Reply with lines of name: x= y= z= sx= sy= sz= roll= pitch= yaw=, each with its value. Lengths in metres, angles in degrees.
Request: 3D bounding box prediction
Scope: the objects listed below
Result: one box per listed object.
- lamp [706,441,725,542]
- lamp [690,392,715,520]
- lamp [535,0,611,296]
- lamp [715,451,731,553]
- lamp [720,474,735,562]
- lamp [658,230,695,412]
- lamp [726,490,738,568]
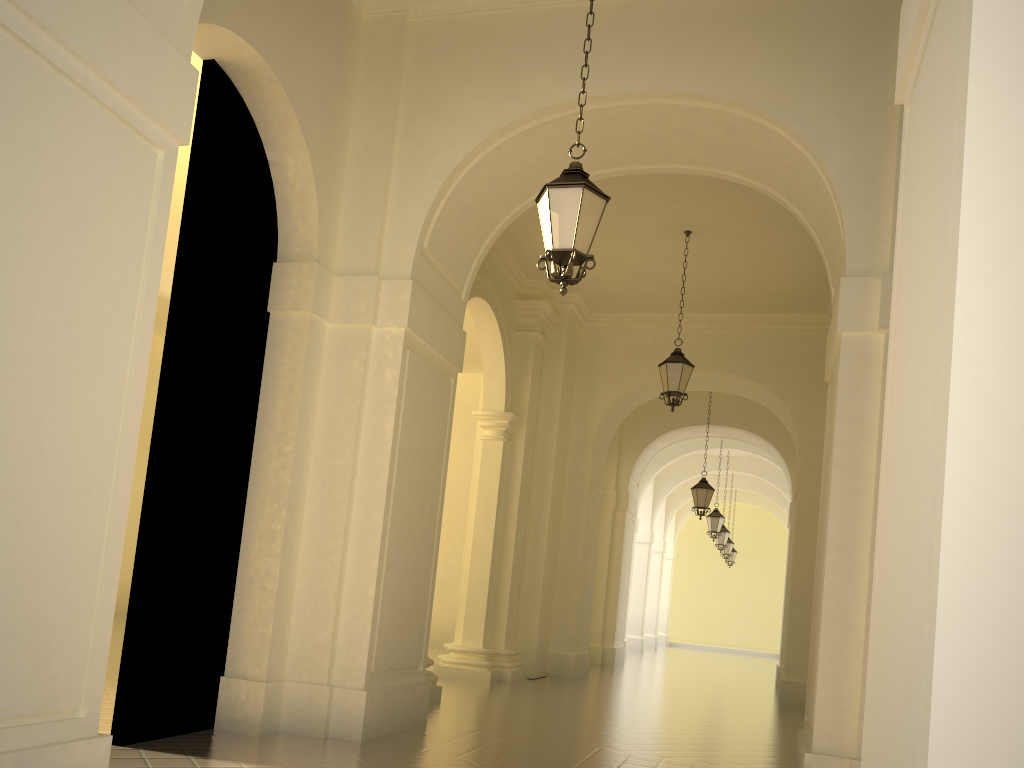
lamp: x=5.428 y=2.511 z=22.998 sx=0.508 sy=3.262 sz=0.450 roll=4 pitch=-5 yaw=17
lamp: x=4.043 y=1.194 z=18.172 sx=0.444 sy=3.262 sz=0.515 roll=7 pitch=-5 yaw=-13
lamp: x=0.495 y=-2.183 z=5.802 sx=0.444 sy=3.262 sz=0.515 roll=7 pitch=-5 yaw=-13
lamp: x=6.496 y=3.528 z=26.722 sx=0.508 sy=3.262 sz=0.450 roll=4 pitch=-5 yaw=17
lamp: x=7.545 y=4.526 z=30.379 sx=0.508 sy=3.262 sz=0.450 roll=4 pitch=-5 yaw=17
lamp: x=2.312 y=-0.863 z=12.037 sx=0.518 sy=2.529 sz=0.442 roll=11 pitch=-7 yaw=-43
lamp: x=8.588 y=5.518 z=34.014 sx=0.508 sy=3.262 sz=0.450 roll=4 pitch=-5 yaw=17
